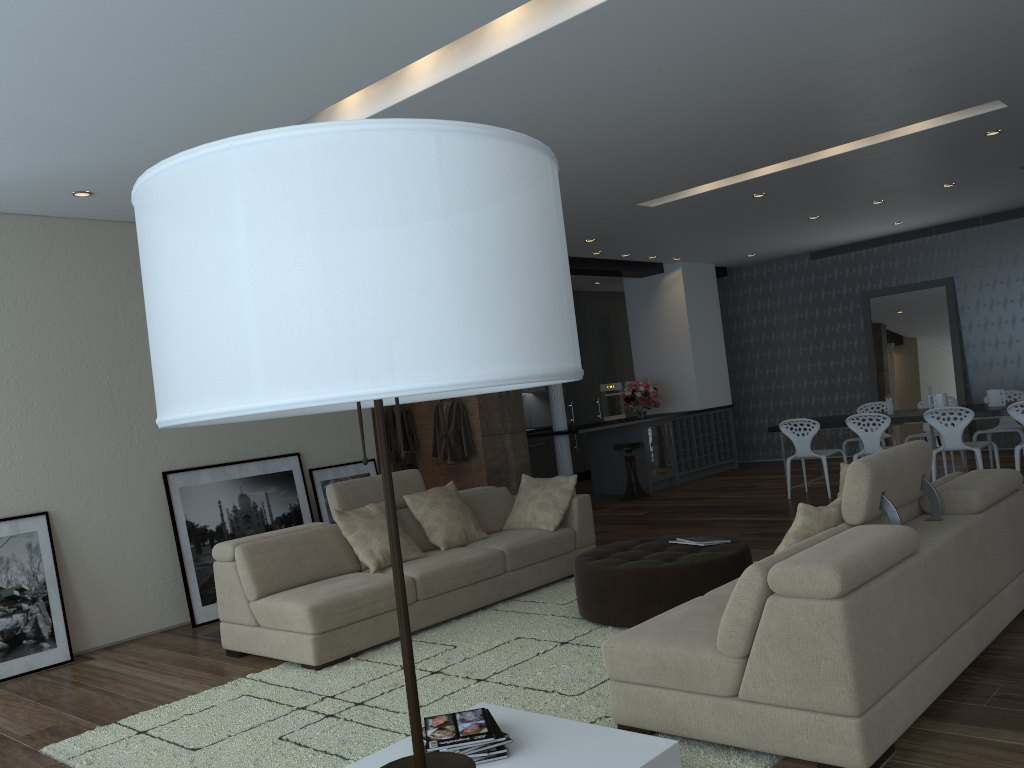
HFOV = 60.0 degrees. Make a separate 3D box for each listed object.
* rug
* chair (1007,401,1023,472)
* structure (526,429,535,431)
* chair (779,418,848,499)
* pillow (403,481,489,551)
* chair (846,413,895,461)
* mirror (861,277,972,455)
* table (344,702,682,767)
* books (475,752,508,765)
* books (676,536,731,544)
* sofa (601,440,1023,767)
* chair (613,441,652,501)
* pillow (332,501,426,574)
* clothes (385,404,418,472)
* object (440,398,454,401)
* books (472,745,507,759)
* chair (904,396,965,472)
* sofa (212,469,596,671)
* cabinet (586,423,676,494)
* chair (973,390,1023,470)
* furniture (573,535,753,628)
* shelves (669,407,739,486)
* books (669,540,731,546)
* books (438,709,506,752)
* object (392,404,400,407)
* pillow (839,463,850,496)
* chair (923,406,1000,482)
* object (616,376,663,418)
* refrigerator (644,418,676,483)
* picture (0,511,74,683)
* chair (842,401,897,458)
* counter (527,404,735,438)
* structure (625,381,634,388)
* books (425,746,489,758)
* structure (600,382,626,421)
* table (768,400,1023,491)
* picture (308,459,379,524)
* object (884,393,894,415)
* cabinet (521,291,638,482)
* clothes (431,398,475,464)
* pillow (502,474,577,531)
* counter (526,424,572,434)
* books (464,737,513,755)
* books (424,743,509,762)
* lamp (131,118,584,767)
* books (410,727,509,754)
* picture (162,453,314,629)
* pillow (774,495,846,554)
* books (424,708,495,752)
[{"bbox_3d":[0.352,1.394,4.632,2.972,0.020,4.231,-8,-2,42],"label":"rug"},{"bbox_3d":[4.688,0.530,7.787,0.495,0.835,0.581,-8,-2,42],"label":"chair"},{"bbox_3d":[-0.136,0.733,13.043,0.520,0.066,0.900,-8,-2,42],"label":"structure"},{"bbox_3d":[3.120,0.749,9.219,0.495,0.835,0.581,-8,-2,42],"label":"chair"},{"bbox_3d":[-0.466,0.929,6.259,0.301,0.439,0.534,-8,-2,39],"label":"pillow"},{"bbox_3d":[3.631,0.678,8.744,0.495,0.835,0.581,-8,-2,42],"label":"chair"},{"bbox_3d":[5.389,-0.197,11.887,1.200,2.294,0.240,-8,-2,42],"label":"mirror"},{"bbox_3d":[-0.082,1.311,2.832,0.900,0.170,0.900,-8,-2,42],"label":"table"},{"bbox_3d":[-0.151,1.233,3.012,0.220,0.010,0.300,-7,-1,-13],"label":"books"},{"bbox_3d":[1.152,0.939,5.349,0.220,0.040,0.301,-7,-1,-13],"label":"books"},{"bbox_3d":[1.548,0.770,4.076,1.021,0.950,2.581,-8,-2,42],"label":"sofa"},{"bbox_3d":[3.354,0.893,8.030,21.556,0.952,16.134,-8,-2,42],"label":"chair"},{"bbox_3d":[-0.874,0.978,5.789,0.368,0.416,0.519,-8,-2,38],"label":"pillow"},{"bbox_3d":[-1.351,0.644,10.578,0.569,0.855,0.141,-8,-2,43],"label":"clothes"},{"bbox_3d":[-0.731,0.140,9.979,0.430,0.219,0.010,-8,-2,42],"label":"object"},{"bbox_3d":[-0.154,1.214,3.012,0.220,0.010,0.300,-7,-1,-13],"label":"books"},{"bbox_3d":[4.730,0.572,9.914,0.495,0.835,0.581,-8,-2,42],"label":"chair"},{"bbox_3d":[-0.611,1.073,6.059,1.021,0.950,2.581,-8,-2,42],"label":"sofa"},{"bbox_3d":[1.578,0.958,11.744,0.900,0.897,0.642,-8,-2,42],"label":"cabinet"},{"bbox_3d":[5.245,0.500,9.442,0.495,0.835,0.581,-8,-2,42],"label":"chair"},{"bbox_3d":[0.904,1.155,5.304,1.057,0.355,1.057,-8,-2,44],"label":"furniture"},{"bbox_3d":[2.363,0.883,12.610,0.900,0.897,1.700,-8,-2,42],"label":"shelves"},{"bbox_3d":[1.128,0.950,5.343,0.219,0.031,0.300,-6,-1,-33],"label":"books"},{"bbox_3d":[-0.158,1.175,3.013,0.220,0.010,0.300,-7,-1,-13],"label":"books"},{"bbox_3d":[-1.384,0.232,10.594,0.430,0.219,0.010,-8,-2,42],"label":"object"},{"bbox_3d":[2.051,0.621,4.980,0.395,0.393,0.518,-6,-2,-44],"label":"pillow"},{"bbox_3d":[4.165,0.603,8.241,0.495,0.835,0.581,-8,-2,42],"label":"chair"},{"bbox_3d":[1.716,0.176,11.866,0.544,0.552,0.570,-6,-2,-42],"label":"object"},{"bbox_3d":[1.907,0.853,11.476,0.578,0.774,0.075,-6,-2,-44],"label":"refrigerator"},{"bbox_3d":[-3.210,1.352,5.588,0.195,0.988,0.700,-8,-2,42],"label":"picture"},{"bbox_3d":[4.215,0.644,10.387,0.495,0.835,0.581,-8,-2,42],"label":"chair"},{"bbox_3d":[1.637,0.482,11.881,1.000,0.040,3.700,-8,-2,42],"label":"counter"},{"bbox_3d":[1.929,0.199,15.247,0.528,0.452,0.595,-8,-2,42],"label":"structure"},{"bbox_3d":[-0.179,1.207,3.007,0.220,0.010,0.300,-7,-1,2],"label":"books"},{"bbox_3d":[1.464,0.314,14.733,0.591,0.596,0.595,-8,-2,42],"label":"structure"},{"bbox_3d":[4.530,0.631,9.148,3.400,0.733,1.200,-8,-2,42],"label":"table"},{"bbox_3d":[-1.349,1.174,7.639,0.195,0.988,0.700,-8,-2,42],"label":"picture"},{"bbox_3d":[4.024,0.212,9.483,0.076,0.233,0.161,-7,-1,24],"label":"object"},{"bbox_3d":[0.643,0.065,14.040,0.827,2.980,7.409,-8,-2,42],"label":"cabinet"},{"bbox_3d":[-0.702,0.527,9.966,0.700,0.735,0.173,-8,-2,41],"label":"clothes"},{"bbox_3d":[0.221,0.878,6.661,0.518,0.393,0.395,-8,-2,39],"label":"pillow"},{"bbox_3d":[-0.558,0.884,12.623,0.807,0.223,3.597,-8,-2,42],"label":"counter"},{"bbox_3d":[-0.156,1.194,3.013,0.220,0.010,0.300,-6,-1,-23],"label":"books"},{"bbox_3d":[-0.177,1.226,3.006,0.220,0.010,0.300,-6,-1,-28],"label":"books"},{"bbox_3d":[-0.167,0.524,1.487,0.698,1.728,0.698,-6,-1,-24],"label":"lamp"},{"bbox_3d":[-0.182,1.188,3.007,0.220,0.010,0.300,-6,-1,-33],"label":"books"},{"bbox_3d":[-2.032,1.165,6.877,0.225,1.140,1.183,-8,-2,42],"label":"picture"},{"bbox_3d":[1.286,0.676,3.804,0.519,0.416,0.368,-6,-2,-43],"label":"pillow"},{"bbox_3d":[-0.184,1.169,3.008,0.220,0.010,0.300,-7,-1,-8],"label":"books"}]
